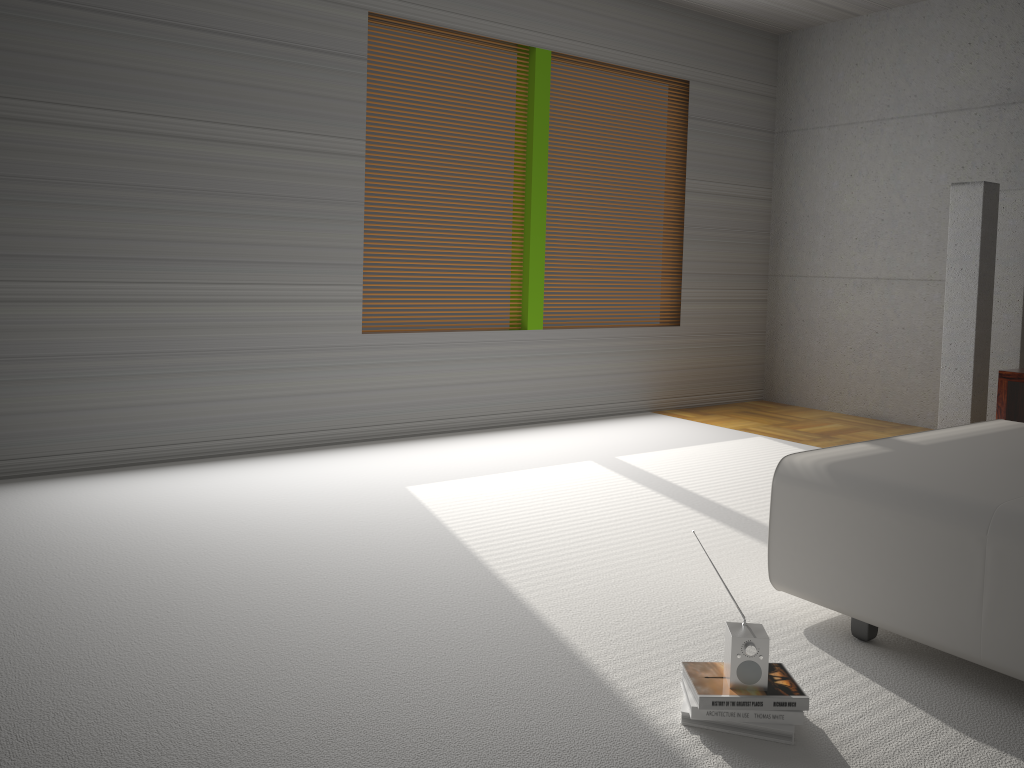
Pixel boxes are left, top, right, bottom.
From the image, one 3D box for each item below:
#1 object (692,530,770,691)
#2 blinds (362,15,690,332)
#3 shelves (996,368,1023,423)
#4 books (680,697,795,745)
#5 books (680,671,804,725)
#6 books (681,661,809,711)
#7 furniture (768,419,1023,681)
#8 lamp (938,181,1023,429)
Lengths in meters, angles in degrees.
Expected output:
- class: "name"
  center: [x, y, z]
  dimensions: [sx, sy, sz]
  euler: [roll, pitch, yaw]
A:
- class: "object"
  center: [0.532, 0.550, 2.174]
  dimensions: [0.185, 0.365, 0.090]
  euler: [2, 3, 4]
- class: "blinds"
  center: [0.099, -1.292, 6.152]
  dimensions: [3.535, 2.036, 0.012]
  euler: [-3, 5, -36]
- class: "shelves"
  center: [2.910, 0.425, 3.036]
  dimensions: [0.400, 0.711, 2.263]
  euler: [-1, 8, -36]
- class: "books"
  center: [0.564, 0.811, 2.201]
  dimensions: [0.265, 0.032, 0.190]
  euler: [4, 8, 18]
- class: "books"
  center: [0.565, 0.779, 2.200]
  dimensions: [0.264, 0.032, 0.190]
  euler: [2, 7, 3]
- class: "books"
  center: [0.572, 0.748, 2.193]
  dimensions: [0.264, 0.032, 0.190]
  euler: [1, 7, -2]
- class: "furniture"
  center: [2.098, 0.575, 2.463]
  dimensions: [1.614, 0.519, 2.181]
  euler: [-4, 9, -36]
- class: "lamp"
  center: [3.042, -0.401, 5.614]
  dimensions: [0.798, 1.684, 0.201]
  euler: [-1, 4, -37]
